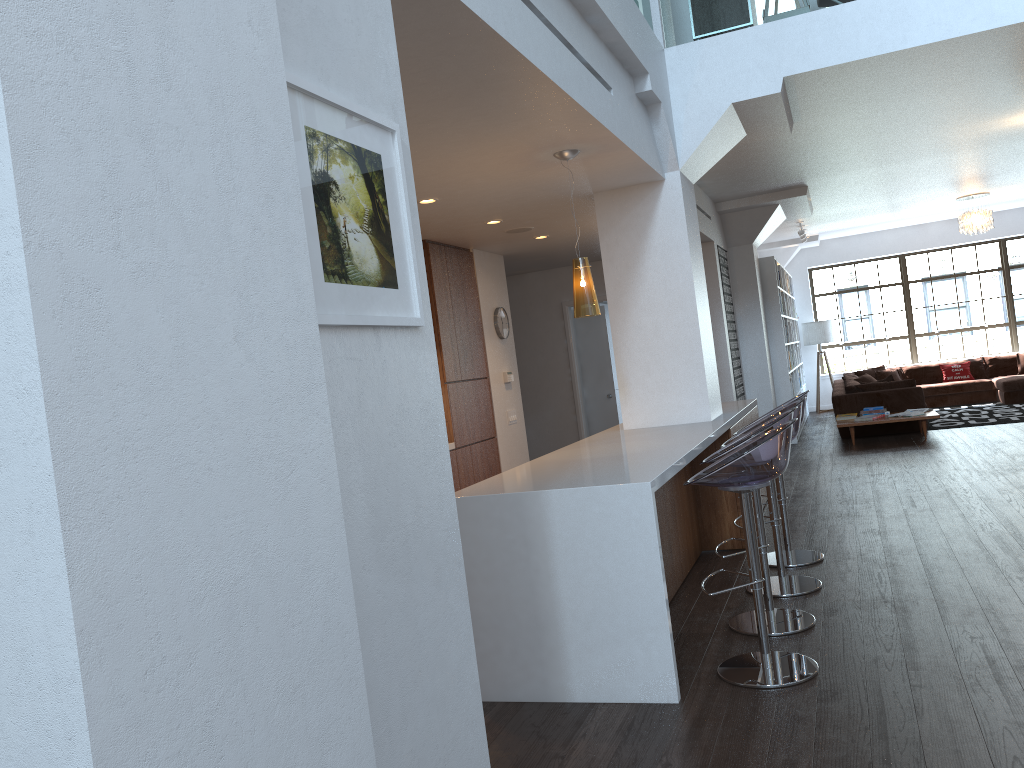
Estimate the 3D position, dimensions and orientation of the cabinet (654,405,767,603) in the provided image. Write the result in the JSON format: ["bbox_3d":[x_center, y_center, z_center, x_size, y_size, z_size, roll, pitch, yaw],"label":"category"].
[{"bbox_3d":[0.969,0.752,5.711,0.898,0.796,4.493,-7,1,21],"label":"cabinet"}]

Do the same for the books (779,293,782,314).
[{"bbox_3d":[3.466,-1.043,11.721,0.176,0.290,0.053,-7,1,21],"label":"books"}]

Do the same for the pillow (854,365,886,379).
[{"bbox_3d":[5.893,-0.078,14.397,0.580,0.418,0.334,-7,1,-6],"label":"pillow"}]

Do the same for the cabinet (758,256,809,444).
[{"bbox_3d":[4.059,-0.532,13.498,0.461,2.414,4.500,-7,1,21],"label":"cabinet"}]

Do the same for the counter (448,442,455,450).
[{"bbox_3d":[-1.497,0.646,5.146,0.600,0.050,4.387,-7,1,21],"label":"counter"}]

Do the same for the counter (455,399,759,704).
[{"bbox_3d":[1.251,0.711,3.869,3.039,0.860,8.182,-7,1,-9],"label":"counter"}]

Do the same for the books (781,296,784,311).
[{"bbox_3d":[3.724,-1.084,12.467,0.176,0.291,0.053,-7,1,21],"label":"books"}]

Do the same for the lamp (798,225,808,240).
[{"bbox_3d":[4.349,-2.267,13.278,0.120,0.211,0.111,-8,1,-20],"label":"lamp"}]

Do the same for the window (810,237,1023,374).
[{"bbox_3d":[7.670,-1.388,15.247,4.648,1.905,0.114,-7,1,21],"label":"window"}]

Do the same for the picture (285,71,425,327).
[{"bbox_3d":[-0.342,-0.377,1.956,0.018,0.500,0.500,-7,1,21],"label":"picture"}]

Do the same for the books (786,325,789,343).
[{"bbox_3d":[3.756,-0.688,12.384,0.182,0.253,0.034,-7,1,21],"label":"books"}]

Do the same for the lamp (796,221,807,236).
[{"bbox_3d":[4.172,-2.239,12.805,0.120,0.211,0.111,-8,1,-35],"label":"lamp"}]

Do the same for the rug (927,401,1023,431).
[{"bbox_3d":[7.518,0.253,11.601,4.200,0.007,3.100,-7,1,22],"label":"rug"}]

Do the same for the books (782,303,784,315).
[{"bbox_3d":[3.671,-1.050,12.311,0.174,0.240,0.054,-7,1,21],"label":"books"}]

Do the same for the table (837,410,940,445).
[{"bbox_3d":[4.473,0.524,10.582,1.100,0.271,0.853,-7,1,21],"label":"table"}]

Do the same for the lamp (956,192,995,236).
[{"bbox_3d":[6.476,-2.361,12.403,0.442,0.539,0.441,-8,1,-27],"label":"lamp"}]

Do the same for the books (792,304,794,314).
[{"bbox_3d":[4.615,-1.204,14.833,0.183,0.253,0.034,-7,1,20],"label":"books"}]

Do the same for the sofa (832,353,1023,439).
[{"bbox_3d":[6.394,0.057,12.552,3.481,0.664,4.197,-7,1,21],"label":"sofa"}]

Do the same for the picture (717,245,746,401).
[{"bbox_3d":[2.585,-0.395,10.266,0.021,2.380,0.800,-7,1,21],"label":"picture"}]

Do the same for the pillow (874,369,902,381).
[{"bbox_3d":[6.039,-0.077,14.240,0.489,0.337,0.238,-7,1,-10],"label":"pillow"}]

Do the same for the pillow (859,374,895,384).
[{"bbox_3d":[4.820,0.083,11.550,0.269,0.411,0.559,-8,1,-23],"label":"pillow"}]

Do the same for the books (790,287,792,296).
[{"bbox_3d":[4.653,-1.587,15.101,0.183,0.253,0.042,-7,1,21],"label":"books"}]

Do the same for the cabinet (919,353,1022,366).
[{"bbox_3d":[7.646,-0.107,14.749,1.520,0.625,0.350,-7,1,21],"label":"cabinet"}]

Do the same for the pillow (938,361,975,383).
[{"bbox_3d":[7.029,-0.187,14.017,0.465,0.308,0.220,-7,1,17],"label":"pillow"}]

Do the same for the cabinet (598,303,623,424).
[{"bbox_3d":[0.847,-0.389,11.798,0.527,2.991,2.630,-7,1,21],"label":"cabinet"}]

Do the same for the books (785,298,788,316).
[{"bbox_3d":[3.974,-1.120,13.151,0.197,0.283,0.065,-7,1,21],"label":"books"}]

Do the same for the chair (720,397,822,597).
[{"bbox_3d":[1.409,0.601,4.816,0.481,1.014,0.530,-7,1,18],"label":"chair"}]

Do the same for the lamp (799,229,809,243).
[{"bbox_3d":[4.529,-2.295,13.764,0.120,0.211,0.111,-7,1,-5],"label":"lamp"}]

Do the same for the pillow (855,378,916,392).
[{"bbox_3d":[4.768,0.135,11.288,0.750,0.364,0.289,-7,1,20],"label":"pillow"}]

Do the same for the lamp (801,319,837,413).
[{"bbox_3d":[5.436,-0.309,15.487,0.545,1.579,0.545,-7,1,10],"label":"lamp"}]

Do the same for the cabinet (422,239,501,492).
[{"bbox_3d":[-1.392,0.209,5.570,0.598,2.499,5.299,-7,1,21],"label":"cabinet"}]

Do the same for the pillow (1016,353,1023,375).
[{"bbox_3d":[7.988,-0.341,13.525,0.542,0.362,0.248,-7,1,41],"label":"pillow"}]

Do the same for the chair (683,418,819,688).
[{"bbox_3d":[0.979,0.668,3.623,0.481,1.014,0.530,-7,1,23],"label":"chair"}]

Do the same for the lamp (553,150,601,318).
[{"bbox_3d":[1.452,-1.422,5.527,2.842,1.807,0.149,-8,1,-30],"label":"lamp"}]

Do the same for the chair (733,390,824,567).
[{"bbox_3d":[1.628,0.566,5.406,0.481,1.014,0.530,-7,1,23],"label":"chair"}]

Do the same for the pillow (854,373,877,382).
[{"bbox_3d":[5.219,0.040,12.925,0.325,0.391,0.625,-7,1,37],"label":"pillow"}]

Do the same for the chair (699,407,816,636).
[{"bbox_3d":[1.172,0.637,4.225,0.481,1.014,0.530,-7,1,19],"label":"chair"}]

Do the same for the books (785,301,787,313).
[{"bbox_3d":[3.938,-1.092,13.019,0.174,0.239,0.045,-7,1,21],"label":"books"}]

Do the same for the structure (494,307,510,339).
[{"bbox_3d":[-0.096,-0.571,8.331,0.040,0.300,0.300,-7,1,21],"label":"structure"}]
